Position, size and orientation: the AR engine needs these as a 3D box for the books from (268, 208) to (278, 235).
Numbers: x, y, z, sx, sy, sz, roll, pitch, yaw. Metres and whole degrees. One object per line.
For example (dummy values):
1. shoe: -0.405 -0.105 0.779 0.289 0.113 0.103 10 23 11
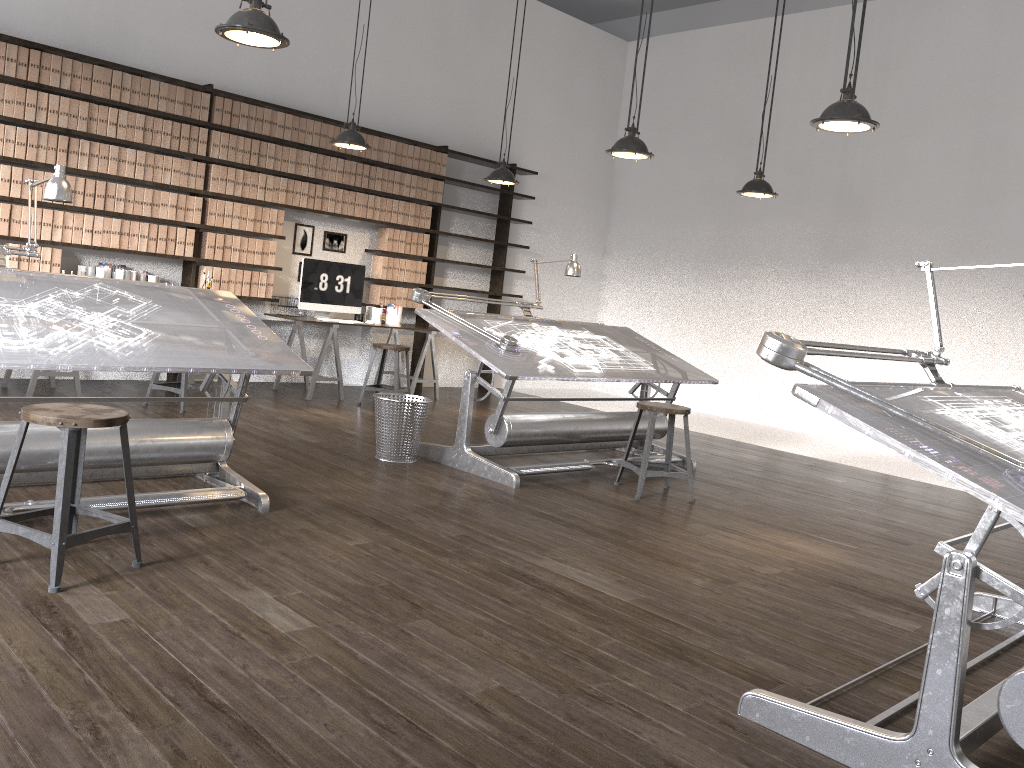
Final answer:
1. books: -2.115 -1.407 7.684 0.066 0.225 0.175 4 5 -44

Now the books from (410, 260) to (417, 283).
1. books: -1.030 -1.116 8.786 0.067 0.225 0.175 4 5 -45

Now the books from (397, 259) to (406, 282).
1. books: -1.132 -1.118 8.691 0.066 0.225 0.175 4 5 -44

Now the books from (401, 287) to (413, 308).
1. books: -1.065 -0.842 8.803 0.066 0.225 0.175 4 5 -44

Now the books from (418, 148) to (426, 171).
1. books: -0.934 -2.203 8.709 0.067 0.225 0.175 4 5 -44

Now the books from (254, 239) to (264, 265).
1. books: -2.219 -1.135 7.622 0.067 0.225 0.175 4 5 -45

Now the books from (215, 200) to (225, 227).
1. books: -2.460 -1.413 7.350 0.066 0.225 0.175 4 5 -45

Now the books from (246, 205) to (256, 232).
1. books: -2.263 -1.409 7.536 0.067 0.225 0.175 4 5 -44

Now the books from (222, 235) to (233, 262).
1. books: -2.424 -1.140 7.431 0.066 0.225 0.175 4 5 -45

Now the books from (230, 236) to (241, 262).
1. books: -2.370 -1.138 7.477 0.066 0.225 0.175 4 5 -45

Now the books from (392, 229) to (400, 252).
1. books: -1.175 -1.392 8.610 0.066 0.225 0.175 4 5 -44

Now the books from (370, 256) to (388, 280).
1. books: -1.280 -1.120 8.543 0.067 0.225 0.175 4 5 -44

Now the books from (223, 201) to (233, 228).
1. books: -2.408 -1.412 7.396 0.067 0.225 0.175 4 5 -44

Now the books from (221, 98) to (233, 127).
1. books: -2.381 -2.228 7.293 0.067 0.225 0.175 4 5 -45

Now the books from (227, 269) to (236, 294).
1. books: -2.410 -0.864 7.484 0.066 0.225 0.175 4 5 -45

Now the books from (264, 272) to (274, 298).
1. books: -2.157 -0.860 7.734 0.066 0.225 0.175 4 5 -45

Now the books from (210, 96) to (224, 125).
1. books: -2.438 -2.230 7.245 0.066 0.225 0.175 4 5 -44

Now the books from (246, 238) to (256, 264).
1. books: -2.271 -1.137 7.579 0.066 0.225 0.175 4 5 -44

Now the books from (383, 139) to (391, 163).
1. books: -1.241 -2.209 8.413 0.066 0.225 0.175 4 5 -44

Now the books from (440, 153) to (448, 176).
1. books: -0.738 -2.201 8.905 0.066 0.225 0.175 4 5 -44

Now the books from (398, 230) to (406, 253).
1. books: -1.122 -1.390 8.657 0.066 0.225 0.175 4 5 -45

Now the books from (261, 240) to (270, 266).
1. books: -2.175 -1.135 7.672 0.066 0.225 0.175 4 5 -44

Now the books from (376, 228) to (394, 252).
1. books: -1.226 -1.393 8.560 0.066 0.225 0.175 4 5 -44

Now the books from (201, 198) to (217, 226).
1. books: -2.512 -1.414 7.302 0.066 0.225 0.175 4 5 -45

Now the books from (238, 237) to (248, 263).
1. books: -2.322 -1.138 7.529 0.066 0.225 0.175 4 5 -44

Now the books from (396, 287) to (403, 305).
1. books: -1.161 -0.843 8.706 0.066 0.225 0.175 4 5 -44

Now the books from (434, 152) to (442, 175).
1. books: -0.791 -2.202 8.859 0.066 0.225 0.175 4 5 -45

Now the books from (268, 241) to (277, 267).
1. books: -2.129 -1.134 7.715 0.066 0.225 0.175 4 5 -44

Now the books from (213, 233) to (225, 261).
1. books: -2.473 -1.140 7.374 0.067 0.225 0.175 4 5 -44

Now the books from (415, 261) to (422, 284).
1. books: -0.988 -1.116 8.833 0.066 0.225 0.175 4 5 -44

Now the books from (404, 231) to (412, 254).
1. books: -1.074 -1.390 8.710 0.066 0.225 0.175 4 5 -45

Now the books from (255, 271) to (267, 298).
1. books: -2.205 -0.861 7.682 0.066 0.225 0.175 4 5 -44

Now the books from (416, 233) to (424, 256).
1. books: -0.968 -1.388 8.814 0.066 0.225 0.175 4 5 -45

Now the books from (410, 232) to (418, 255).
1. books: -1.017 -1.388 8.758 0.067 0.225 0.175 4 5 -44

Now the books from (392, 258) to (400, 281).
1. books: -1.184 -1.119 8.645 0.066 0.225 0.175 4 5 -45

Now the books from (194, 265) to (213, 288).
1. books: -2.558 -0.867 7.338 0.066 0.225 0.175 4 5 -45

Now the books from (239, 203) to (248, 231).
1. books: -2.313 -1.411 7.493 0.066 0.225 0.175 4 5 -45

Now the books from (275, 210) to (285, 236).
1. books: -2.067 -1.407 7.737 0.066 0.225 0.175 4 5 -44

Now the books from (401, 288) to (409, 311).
1. books: -1.112 -0.842 8.751 0.067 0.225 0.175 4 5 -45

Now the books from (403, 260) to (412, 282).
1. books: -1.078 -1.116 8.740 0.066 0.225 0.175 4 5 -44

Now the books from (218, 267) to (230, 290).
1. books: -2.452 -0.864 7.436 0.067 0.225 0.175 4 5 -44

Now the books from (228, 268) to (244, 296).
1. books: -2.365 -0.864 7.531 0.066 0.225 0.175 4 5 -44

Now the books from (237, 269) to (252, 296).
1. books: -2.308 -0.862 7.579 0.067 0.225 0.175 4 5 -45

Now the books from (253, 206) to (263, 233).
1. books: -2.219 -1.409 7.588 0.066 0.225 0.175 4 5 -45

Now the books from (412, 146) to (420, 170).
1. books: -0.985 -2.204 8.659 0.066 0.225 0.175 4 5 -45

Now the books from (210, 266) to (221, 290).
1. books: -2.504 -0.865 7.386 0.066 0.225 0.175 4 5 -45

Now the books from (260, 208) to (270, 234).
1. books: -2.168 -1.408 7.637 0.066 0.225 0.175 4 5 -45

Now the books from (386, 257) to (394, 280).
1. books: -1.233 -1.120 8.595 0.066 0.225 0.175 4 5 -45

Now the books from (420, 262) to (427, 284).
1. books: -0.939 -1.115 8.883 0.066 0.225 0.175 4 5 -44

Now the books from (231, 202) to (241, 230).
1. books: -2.357 -1.411 7.448 0.066 0.225 0.175 4 5 -45

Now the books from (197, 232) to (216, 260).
1. books: -2.530 -1.142 7.326 0.066 0.225 0.175 4 5 -45

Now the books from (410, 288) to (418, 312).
1. books: -1.016 -0.841 8.853 0.066 0.225 0.175 4 5 -44

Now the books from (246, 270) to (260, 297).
1. books: -2.259 -0.862 7.636 0.066 0.225 0.175 4 5 -44
